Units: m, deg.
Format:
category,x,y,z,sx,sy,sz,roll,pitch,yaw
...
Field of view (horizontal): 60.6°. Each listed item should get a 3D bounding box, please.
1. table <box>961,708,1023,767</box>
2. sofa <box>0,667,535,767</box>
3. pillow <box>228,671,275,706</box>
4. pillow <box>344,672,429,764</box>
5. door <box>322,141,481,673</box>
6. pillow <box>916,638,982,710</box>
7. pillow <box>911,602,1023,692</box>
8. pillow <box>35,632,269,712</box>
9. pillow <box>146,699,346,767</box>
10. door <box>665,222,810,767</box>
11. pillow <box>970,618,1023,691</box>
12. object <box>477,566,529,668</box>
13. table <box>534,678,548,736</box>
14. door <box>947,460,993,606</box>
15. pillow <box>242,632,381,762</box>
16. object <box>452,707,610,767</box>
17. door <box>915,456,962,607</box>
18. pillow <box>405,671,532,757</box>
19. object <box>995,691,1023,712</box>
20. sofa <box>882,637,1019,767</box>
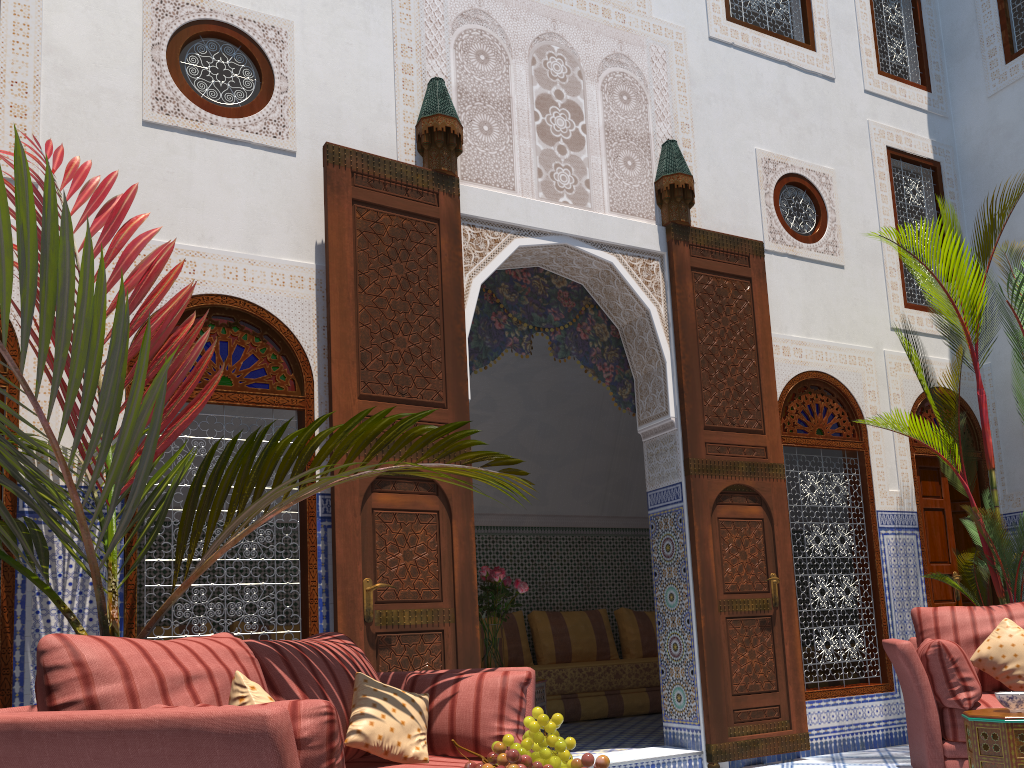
category,x,y,z,sx,sy,sz,roll,pitch,yaw
table,1.574,1.177,2.703,0.290,0.317,0.296,-7,-12,17
sofa,-0.460,0.951,1.970,0.735,0.527,1.396,-7,-16,17
pillow,-0.472,0.681,1.669,0.133,0.267,0.311,2,-13,-26
pillow,-0.319,0.859,2.260,0.267,0.230,0.149,3,-12,-25
door,-0.406,0.336,3.328,0.585,2.462,0.126,2,-9,-33
pillow,1.605,1.067,3.233,0.188,0.247,0.389,-6,-14,18
pillow,1.924,1.060,3.494,0.584,0.371,0.308,-7,-12,17
pillow,-0.700,0.701,1.787,0.292,0.381,0.596,-6,-14,17
pillow,-0.441,0.656,1.460,0.381,0.247,0.191,-8,-12,19
door,1.049,0.486,4.097,0.584,2.462,0.126,1,-9,-28
pillow,1.890,1.021,3.304,0.304,0.272,0.133,-10,-11,28
object,-0.131,1.243,4.566,0.447,0.583,0.343,-3,-10,-1
table,-0.098,1.707,4.546,0.539,0.316,0.552,4,-16,-27
door,2.567,1.161,4.970,0.286,1.432,0.024,-3,-8,3
pillow,-0.531,0.845,2.321,0.321,0.365,0.575,-7,-14,17
object,0.040,0.696,1.549,0.220,0.234,0.309,-14,-17,42
door,2.339,1.116,4.772,0.286,1.432,0.126,1,-9,-28
pillow,-0.138,0.911,2.406,0.398,0.238,0.191,-8,-12,18
object,1.585,0.998,2.750,0.118,0.056,0.122,1,-15,-15
sofa,2.145,1.189,3.243,1.367,0.529,0.750,-8,-14,17
